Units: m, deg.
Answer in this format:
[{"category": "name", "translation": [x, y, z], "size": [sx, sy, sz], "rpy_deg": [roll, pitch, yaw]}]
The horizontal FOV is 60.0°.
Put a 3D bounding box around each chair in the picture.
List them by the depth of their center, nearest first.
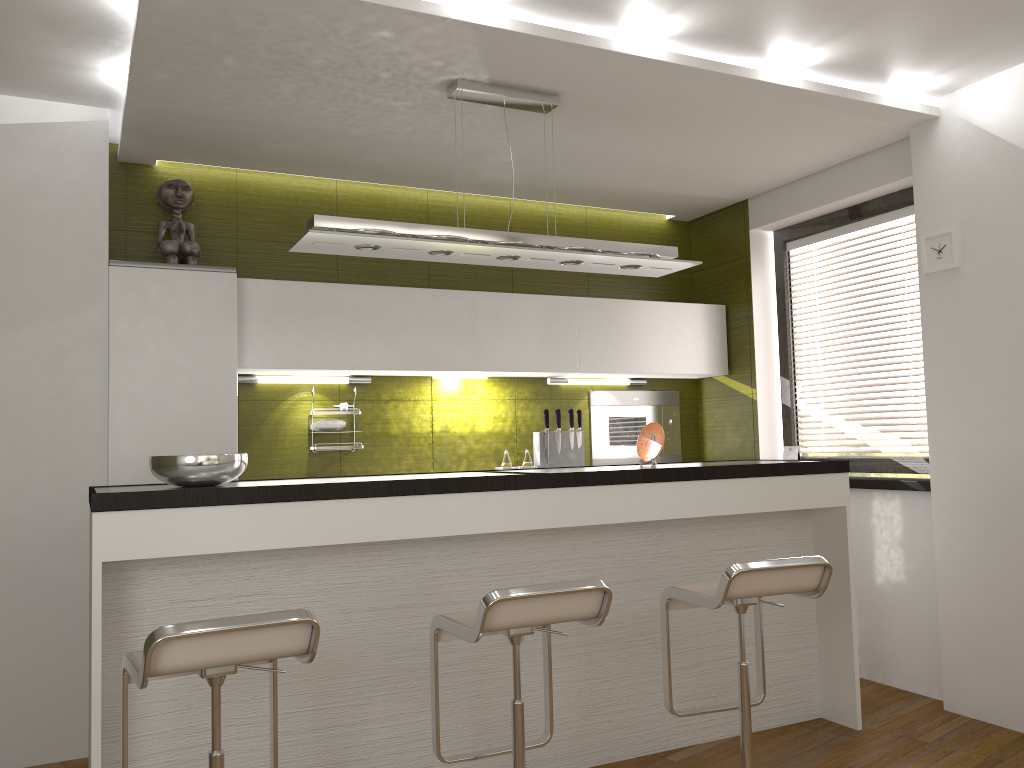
[{"category": "chair", "translation": [-0.734, 0.986, 2.218], "size": [0.418, 0.857, 0.460], "rpy_deg": [1, -5, -31]}, {"category": "chair", "translation": [0.026, 0.990, 2.590], "size": [0.418, 0.857, 0.460], "rpy_deg": [0, -4, -26]}, {"category": "chair", "translation": [0.787, 0.995, 2.963], "size": [0.418, 0.857, 0.460], "rpy_deg": [0, -4, -21]}]

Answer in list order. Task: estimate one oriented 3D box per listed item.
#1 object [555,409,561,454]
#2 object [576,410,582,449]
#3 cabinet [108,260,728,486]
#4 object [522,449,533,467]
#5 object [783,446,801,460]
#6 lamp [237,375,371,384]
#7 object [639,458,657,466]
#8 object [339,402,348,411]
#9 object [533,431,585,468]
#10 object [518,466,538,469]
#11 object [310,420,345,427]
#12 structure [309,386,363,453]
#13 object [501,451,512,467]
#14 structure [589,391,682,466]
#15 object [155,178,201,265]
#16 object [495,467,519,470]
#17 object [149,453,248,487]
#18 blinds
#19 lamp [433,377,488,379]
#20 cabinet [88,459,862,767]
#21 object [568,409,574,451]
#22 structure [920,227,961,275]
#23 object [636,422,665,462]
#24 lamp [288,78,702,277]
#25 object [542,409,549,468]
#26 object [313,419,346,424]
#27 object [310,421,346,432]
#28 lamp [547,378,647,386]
[{"category": "object", "translation": [0.263, 0.275, 5.101], "size": [0.042, 0.264, 0.013], "rpy_deg": [0, -4, -26]}, {"category": "object", "translation": [0.388, 0.264, 5.163], "size": [0.040, 0.231, 0.013], "rpy_deg": [0, -4, -26]}, {"category": "cabinet", "translation": [-0.313, 0.536, 4.848], "size": [3.471, 2.089, 0.724], "rpy_deg": [0, -4, -26]}, {"category": "object", "translation": [0.088, 0.429, 5.053], "size": [0.059, 0.121, 0.059], "rpy_deg": [-4, -5, 31]}, {"category": "object", "translation": [1.580, 0.437, 5.012], "size": [0.057, 0.169, 0.106], "rpy_deg": [1, -5, -32]}, {"category": "lamp", "translation": [-1.084, -0.021, 4.616], "size": [0.715, 0.041, 0.041], "rpy_deg": [0, -4, -26]}, {"category": "object", "translation": [0.621, 0.298, 3.971], "size": [0.072, 0.131, 0.088], "rpy_deg": [1, -5, -31]}, {"category": "object", "translation": [-0.886, 0.123, 4.669], "size": [0.046, 0.053, 0.051], "rpy_deg": [-2, -4, 5]}, {"category": "object", "translation": [0.273, 0.388, 5.142], "size": [0.293, 0.227, 0.107], "rpy_deg": [0, -4, -26]}, {"category": "object", "translation": [0.089, 0.484, 5.049], "size": [0.107, 0.032, 0.107], "rpy_deg": [-1, -4, -14]}, {"category": "object", "translation": [-0.950, 0.216, 4.583], "size": [0.181, 0.052, 0.173], "rpy_deg": [0, -4, -26]}, {"category": "structure", "translation": [-0.920, 0.183, 4.637], "size": [0.266, 0.346, 0.110], "rpy_deg": [0, -4, -26]}, {"category": "object", "translation": [-0.031, 0.428, 4.981], "size": [0.059, 0.121, 0.059], "rpy_deg": [-3, -4, 20]}, {"category": "structure", "translation": [0.777, 0.277, 5.508], "size": [0.663, 0.469, 0.015], "rpy_deg": [0, -4, -26]}, {"category": "object", "translation": [-1.599, -0.761, 4.248], "size": [0.195, 0.488, 0.304], "rpy_deg": [1, -4, -28]}, {"category": "object", "translation": [-0.030, 0.482, 4.978], "size": [0.107, 0.032, 0.107], "rpy_deg": [0, -4, -25]}, {"category": "object", "translation": [-1.049, 0.290, 2.973], "size": [0.311, 0.105, 0.311], "rpy_deg": [-1, -4, -13]}, {"category": "blinds", "translation": [3.214, -2.528, 8.843], "size": [16.000, 12.704, 9.030], "rpy_deg": [-2, -4, 13]}, {"category": "lamp", "translation": [-0.292, -0.034, 5.020], "size": [0.334, 0.008, 0.008], "rpy_deg": [0, -4, -26]}, {"category": "cabinet", "translation": [-0.002, 0.909, 3.427], "size": [2.947, 1.134, 0.663], "rpy_deg": [0, -4, -26]}, {"category": "object", "translation": [0.343, 0.265, 5.141], "size": [0.036, 0.243, 0.013], "rpy_deg": [0, -4, -26]}, {"category": "structure", "translation": [1.927, -0.597, 3.990], "size": [0.026, 0.180, 0.180], "rpy_deg": [0, -4, -26]}, {"category": "object", "translation": [0.620, 0.261, 3.975], "size": [0.055, 0.178, 0.184], "rpy_deg": [1, -4, -30]}, {"category": "lamp", "translation": [-0.023, -0.843, 3.574], "size": [1.677, 0.683, 0.326], "rpy_deg": [0, -4, -26]}, {"category": "object", "translation": [0.193, 0.312, 5.064], "size": [0.046, 0.339, 0.013], "rpy_deg": [0, -4, -26]}, {"category": "object", "translation": [-0.950, 0.213, 4.584], "size": [0.181, 0.052, 0.173], "rpy_deg": [0, -4, -26]}, {"category": "object", "translation": [-0.949, 0.219, 4.582], "size": [0.181, 0.052, 0.173], "rpy_deg": [0, -4, -26]}, {"category": "lamp", "translation": [0.523, -0.014, 5.369], "size": [0.716, 0.041, 0.095], "rpy_deg": [0, -4, -26]}]
